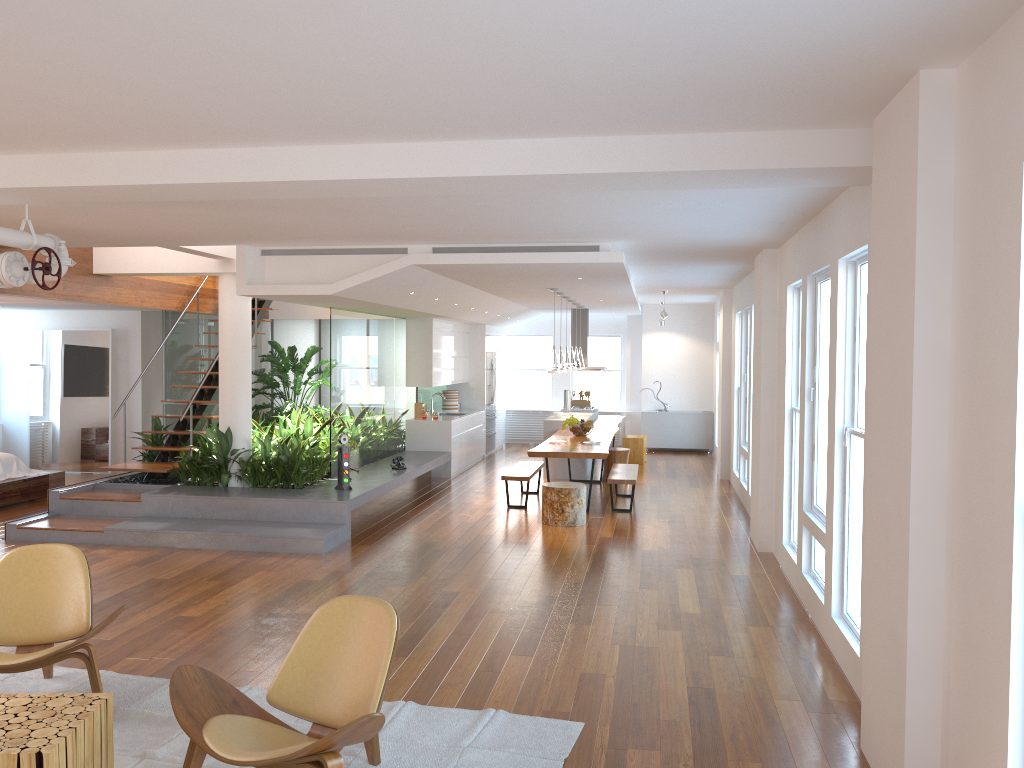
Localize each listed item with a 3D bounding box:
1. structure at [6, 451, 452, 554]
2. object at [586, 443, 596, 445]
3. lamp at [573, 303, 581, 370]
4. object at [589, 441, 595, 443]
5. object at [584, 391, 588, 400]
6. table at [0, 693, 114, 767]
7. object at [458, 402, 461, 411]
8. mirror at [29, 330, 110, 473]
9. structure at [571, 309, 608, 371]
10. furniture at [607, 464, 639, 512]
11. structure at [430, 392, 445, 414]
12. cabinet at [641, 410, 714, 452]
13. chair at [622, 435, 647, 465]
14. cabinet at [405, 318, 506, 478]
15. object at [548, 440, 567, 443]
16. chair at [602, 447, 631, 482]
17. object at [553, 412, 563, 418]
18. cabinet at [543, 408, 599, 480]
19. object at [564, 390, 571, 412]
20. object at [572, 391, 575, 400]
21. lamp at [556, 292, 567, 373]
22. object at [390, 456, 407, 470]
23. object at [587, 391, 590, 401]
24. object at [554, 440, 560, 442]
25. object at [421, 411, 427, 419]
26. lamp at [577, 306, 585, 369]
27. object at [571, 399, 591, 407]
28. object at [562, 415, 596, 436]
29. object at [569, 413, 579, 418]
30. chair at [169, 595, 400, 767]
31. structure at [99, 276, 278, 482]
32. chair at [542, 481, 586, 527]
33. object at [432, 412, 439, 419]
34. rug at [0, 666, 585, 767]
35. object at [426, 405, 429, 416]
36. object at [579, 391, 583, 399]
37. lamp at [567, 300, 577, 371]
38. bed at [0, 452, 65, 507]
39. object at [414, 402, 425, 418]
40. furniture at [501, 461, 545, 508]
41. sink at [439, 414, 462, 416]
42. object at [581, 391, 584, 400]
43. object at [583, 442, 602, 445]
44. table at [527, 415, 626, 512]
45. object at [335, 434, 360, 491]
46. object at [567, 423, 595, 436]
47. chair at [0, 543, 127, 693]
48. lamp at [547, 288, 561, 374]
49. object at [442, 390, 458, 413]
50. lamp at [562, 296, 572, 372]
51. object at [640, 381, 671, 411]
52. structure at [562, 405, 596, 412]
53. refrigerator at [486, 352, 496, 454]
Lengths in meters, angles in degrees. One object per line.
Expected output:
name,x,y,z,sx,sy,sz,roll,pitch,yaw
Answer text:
structure,-2.725,1.203,10.732,3.088,0.386,5.584,1,2,9
object,0.949,0.705,10.410,0.158,0.017,0.019,1,2,4
lamp,0.954,-0.739,13.137,0.160,1.060,0.160,2,2,36
object,0.953,0.697,10.517,0.070,0.030,0.079,-1,2,-37
object,1.282,0.269,15.308,0.068,0.298,0.039,1,2,9
table,-1.713,1.394,2.972,0.548,0.534,0.489,0,2,-2
object,-0.980,0.355,14.834,0.284,0.196,0.265,-1,2,-39
mirror,-6.420,0.246,12.858,1.267,2.044,0.049,1,2,9
structure,1.135,-0.925,14.821,0.909,1.405,0.900,1,2,9
furniture,1.325,1.227,10.508,0.316,0.389,1.433,1,2,9
structure,-1.154,0.398,13.911,0.248,0.536,0.115,1,2,9
cabinet,3.039,0.868,16.353,1.309,0.725,0.420,1,2,9
chair,2.008,1.074,14.539,0.344,0.430,0.549,1,2,13
cabinet,-0.822,0.133,14.867,0.676,2.280,4.565,1,2,9
object,0.545,0.696,10.631,0.222,0.020,0.222,-1,2,-40
chair,1.450,1.135,12.386,0.396,0.455,0.402,0,2,-1
object,0.677,0.456,13.067,0.152,0.082,0.152,-1,3,-41
cabinet,0.975,0.884,14.000,0.597,0.832,2.936,1,2,9
object,0.914,0.275,14.459,0.172,0.356,0.120,-1,2,-33
object,1.070,0.264,15.359,0.055,0.299,0.027,1,2,9
lamp,0.607,-0.671,10.997,0.160,1.060,0.160,2,2,36
object,-1.377,0.945,10.684,0.216,0.155,0.181,-1,2,-26
object,1.321,0.269,15.319,0.057,0.294,0.030,1,2,9
object,0.545,0.690,10.631,0.070,0.030,0.079,-1,2,-27
object,-1.280,0.454,12.904,0.094,0.106,0.094,1,2,15
lamp,1.070,-0.762,13.851,0.160,1.060,0.160,2,2,36
object,1.185,0.346,15.333,0.353,0.157,0.084,1,2,9
object,0.874,0.541,11.576,0.394,0.284,0.292,-1,2,-27
object,0.904,0.463,12.905,0.152,0.082,0.152,-1,2,-30
chair,-0.778,1.280,3.309,0.867,0.752,0.856,-1,2,-31
structure,-2.812,-0.905,11.351,2.552,4.265,4.591,1,2,9
chair,0.545,1.252,9.278,0.460,0.400,0.460,1,2,19
object,-1.108,0.458,12.829,0.094,0.106,0.094,1,2,15
rug,-1.769,1.618,2.964,3.525,0.057,3.478,1,2,13
object,-1.323,0.408,13.435,0.100,0.170,0.173,1,2,11
object,1.188,0.267,15.340,0.061,0.299,0.040,1,2,7
lamp,0.839,-0.716,12.424,0.160,1.060,0.160,2,2,36
bed,-6.812,1.079,9.996,2.314,0.595,2.207,1,2,9
object,-1.376,0.390,13.192,0.104,0.222,0.200,1,2,9
furniture,0.147,1.211,10.698,0.316,0.389,1.433,1,2,9
sink,-0.968,0.598,13.858,0.449,0.192,0.666,1,2,9
object,1.218,0.268,15.315,0.057,0.299,0.019,1,2,9
object,0.953,0.703,10.517,0.222,0.020,0.222,0,2,1
table,1.081,0.996,12.572,0.893,0.704,5.996,1,2,9
object,-1.666,0.797,8.986,0.134,0.565,0.318,-1,3,-44
object,0.896,0.605,11.559,0.360,0.159,0.360,-1,2,-27
chair,-2.293,1.237,4.280,0.856,0.752,0.867,1,2,14
lamp,0.492,-0.648,10.284,0.160,1.060,0.160,2,2,36
object,-1.008,0.285,14.446,0.267,0.356,0.266,2,2,35
lamp,0.723,-0.693,11.711,0.160,1.060,0.160,2,2,36
object,2.658,0.220,16.349,0.590,0.563,0.210,0,2,-20
structure,1.127,0.404,14.893,0.520,0.073,0.650,1,2,9
refrigerator,-0.650,0.325,15.598,0.725,1.772,0.908,1,2,9
